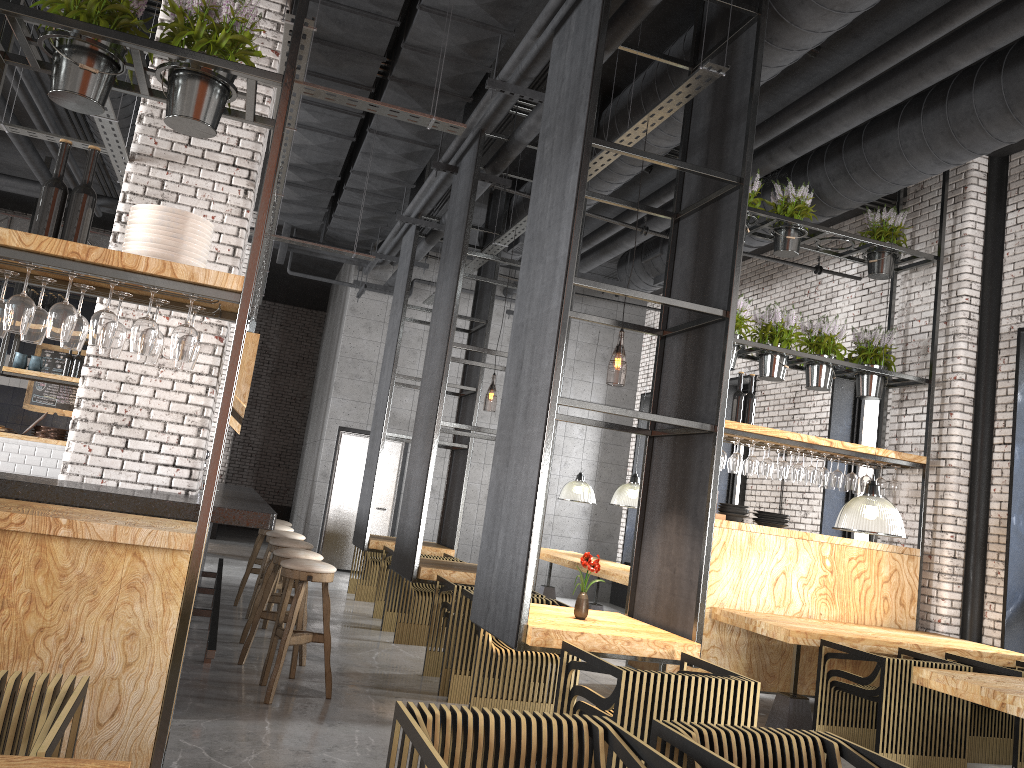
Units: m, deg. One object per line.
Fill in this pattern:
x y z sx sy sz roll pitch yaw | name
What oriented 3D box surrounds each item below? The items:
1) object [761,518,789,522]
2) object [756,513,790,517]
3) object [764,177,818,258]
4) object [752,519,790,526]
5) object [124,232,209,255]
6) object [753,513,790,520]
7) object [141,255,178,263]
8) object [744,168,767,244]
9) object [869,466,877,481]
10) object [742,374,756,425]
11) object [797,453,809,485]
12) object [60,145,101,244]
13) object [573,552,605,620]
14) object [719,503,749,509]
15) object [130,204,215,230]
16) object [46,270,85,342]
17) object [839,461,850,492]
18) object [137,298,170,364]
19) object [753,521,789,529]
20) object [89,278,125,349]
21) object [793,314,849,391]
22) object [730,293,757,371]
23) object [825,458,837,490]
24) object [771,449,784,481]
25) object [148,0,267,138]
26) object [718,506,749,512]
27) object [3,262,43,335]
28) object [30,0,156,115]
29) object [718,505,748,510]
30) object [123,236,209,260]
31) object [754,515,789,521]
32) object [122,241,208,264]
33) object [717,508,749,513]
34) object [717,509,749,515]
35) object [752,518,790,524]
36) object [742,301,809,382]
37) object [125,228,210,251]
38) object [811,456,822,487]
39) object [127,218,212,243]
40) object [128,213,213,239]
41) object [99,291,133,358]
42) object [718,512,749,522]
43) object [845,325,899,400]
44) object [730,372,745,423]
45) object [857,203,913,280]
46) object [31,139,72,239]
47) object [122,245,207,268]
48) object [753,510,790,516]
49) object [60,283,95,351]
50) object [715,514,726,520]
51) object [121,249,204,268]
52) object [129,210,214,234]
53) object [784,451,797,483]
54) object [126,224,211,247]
2.168 1.151 7.434 0.305 0.046 0.305 3 -9 31 | object
2.175 1.111 7.442 0.305 0.049 0.305 7 -8 9 | object
2.445 -1.412 7.833 0.467 0.560 0.415 3 -10 31 | object
2.166 1.175 7.430 0.306 0.041 0.305 8 -8 1 | object
-1.433 -0.564 3.679 0.335 0.041 0.333 7 -8 6 | object
2.174 1.122 7.439 0.305 0.037 0.305 10 -8 -15 | object
-1.446 -0.468 3.665 0.334 0.033 0.334 9 -8 -8 | object
1.941 -1.500 7.720 0.466 0.560 0.416 16 -11 -42 | object
3.235 0.872 7.962 0.101 0.268 0.100 6 -9 14 | object
2.015 0.149 7.517 0.098 0.472 0.098 15 -11 -38 | object
2.548 0.746 7.759 0.101 0.268 0.100 5 -9 20 | object
-1.744 -0.739 3.601 0.098 0.472 0.098 2 -11 35 | object
0.417 1.098 4.833 0.156 0.356 0.170 3 -10 31 | object
1.841 1.034 7.364 0.257 0.076 0.256 5 -8 21 | object
-1.417 -0.675 3.698 0.334 0.039 0.334 15 -10 -42 | object
-1.701 -0.298 3.376 0.101 0.268 0.100 2 -11 36 | object
2.957 0.821 7.880 0.101 0.268 0.100 6 -9 14 | object
-1.509 -0.222 3.729 0.101 0.268 0.100 2 -11 36 | object
2.165 1.186 7.429 0.306 0.035 0.305 5 -8 21 | object
-1.562 -0.273 3.417 0.101 0.268 0.100 2 -11 36 | object
2.721 -0.230 7.828 0.416 0.560 0.466 3 -10 29 | object
1.807 -0.404 7.511 0.467 0.560 0.415 1 -11 38 | object
2.818 0.796 7.839 0.101 0.268 0.100 6 -9 14 | object
2.303 0.702 7.687 0.101 0.268 0.100 5 -9 20 | object
-1.316 -1.356 3.784 0.466 0.560 0.416 12 -9 -22 | object
1.836 1.063 7.358 0.257 0.072 0.256 0 -11 45 | object
-1.840 -0.324 3.334 0.101 0.268 0.100 2 -11 36 | object
-1.761 -1.430 3.706 0.467 0.560 0.415 9 -8 -8 | object
1.837 1.059 7.360 0.256 0.072 0.256 10 -8 -17 | object
-1.436 -0.545 3.677 0.335 0.039 0.333 2 -10 39 | object
2.172 1.137 7.436 0.306 0.042 0.305 4 -9 30 | object
-1.438 -0.526 3.673 0.335 0.040 0.333 2 -10 37 | object
1.833 1.080 7.356 0.257 0.076 0.256 7 -8 9 | object
1.832 1.087 7.355 0.257 0.076 0.256 10 -8 -16 | object
2.168 1.160 7.433 0.305 0.044 0.305 10 -8 -16 | object
2.271 -0.314 7.687 0.466 0.560 0.416 11 -9 -22 | object
-1.431 -0.579 3.682 0.334 0.039 0.334 9 -8 -9 | object
2.679 0.770 7.798 0.101 0.268 0.100 5 -9 20 | object
-1.425 -0.617 3.689 0.334 0.041 0.334 1 -10 42 | object
-1.423 -0.637 3.692 0.334 0.044 0.334 1 -11 44 | object
-1.648 -0.248 3.688 0.101 0.268 0.100 2 -11 36 | object
1.829 1.110 7.351 0.257 0.068 0.256 9 -8 -9 | object
3.207 -0.147 7.928 0.416 0.560 0.466 8 -8 3 | object
1.913 0.131 7.487 0.098 0.472 0.098 15 -11 -38 | object
3.382 -1.244 8.083 0.416 0.560 0.466 9 -8 -7 | object
-1.846 -0.757 3.571 0.098 0.472 0.098 2 -11 35 | object
-1.440 -0.506 3.671 0.335 0.037 0.333 2 -10 39 | object
2.178 1.097 7.444 0.305 0.040 0.305 13 -9 -33 | object
-1.787 -0.273 3.647 0.101 0.268 0.100 2 -11 36 | object
1.469 1.065 7.296 0.411 0.050 0.410 11 -8 -17 | object
-1.444 -0.488 3.669 0.334 0.046 0.334 14 -9 -35 | object
-1.420 -0.656 3.694 0.334 0.039 0.334 15 -10 -41 | object
2.427 0.724 7.723 0.101 0.268 0.100 5 -9 20 | object
-1.428 -0.599 3.685 0.334 0.043 0.334 13 -9 -33 | object
